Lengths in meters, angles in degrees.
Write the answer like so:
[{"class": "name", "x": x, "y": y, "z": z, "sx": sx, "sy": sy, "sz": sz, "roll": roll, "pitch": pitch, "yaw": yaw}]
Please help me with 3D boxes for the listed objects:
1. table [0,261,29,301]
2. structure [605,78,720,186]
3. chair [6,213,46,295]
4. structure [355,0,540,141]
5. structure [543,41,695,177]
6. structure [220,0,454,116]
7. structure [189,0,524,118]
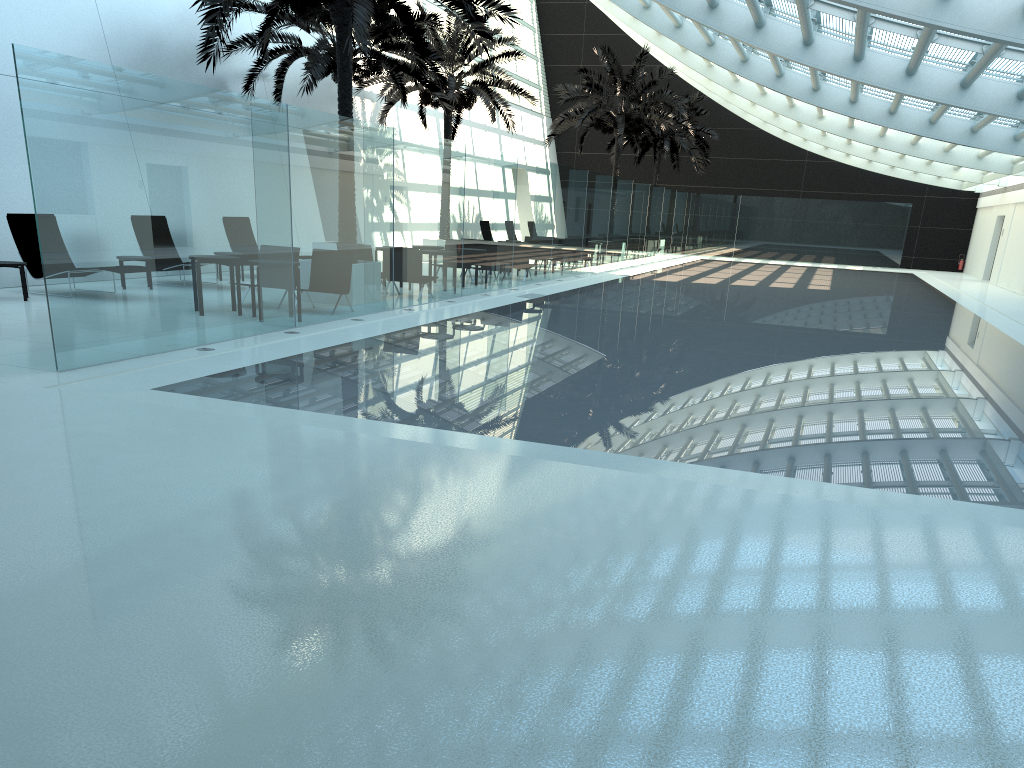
[{"class": "table", "x": -7.320, "y": -1.493, "z": 12.643, "sx": 0.550, "sy": 0.543, "sz": 0.530, "roll": -5, "pitch": 18, "yaw": -27}, {"class": "structure", "x": 6.460, "y": -9.269, "z": 37.799, "sx": 4.460, "sy": 7.372, "sz": 4.560, "roll": 2, "pitch": 18, "yaw": -3}, {"class": "chair", "x": -6.552, "y": -1.962, "z": 13.451, "sx": 2.021, "sy": 1.216, "sz": 0.882, "roll": 7, "pitch": 17, "yaw": 17}, {"class": "structure", "x": -1.954, "y": -7.066, "z": 24.931, "sx": 4.569, "sy": 7.241, "sz": 4.127, "roll": -10, "pitch": 22, "yaw": -36}, {"class": "structure", "x": 3.703, "y": -7.955, "z": 30.544, "sx": 4.802, "sy": 7.373, "sz": 4.234, "roll": 7, "pitch": 18, "yaw": 12}, {"class": "structure", "x": -3.776, "y": -6.043, "z": 19.530, "sx": 4.644, "sy": 7.177, "sz": 4.056, "roll": 2, "pitch": 18, "yaw": -3}, {"class": "structure", "x": -2.715, "y": -4.861, "z": 13.471, "sx": 4.707, "sy": 7.372, "sz": 4.323, "roll": 16, "pitch": 22, "yaw": 35}]
